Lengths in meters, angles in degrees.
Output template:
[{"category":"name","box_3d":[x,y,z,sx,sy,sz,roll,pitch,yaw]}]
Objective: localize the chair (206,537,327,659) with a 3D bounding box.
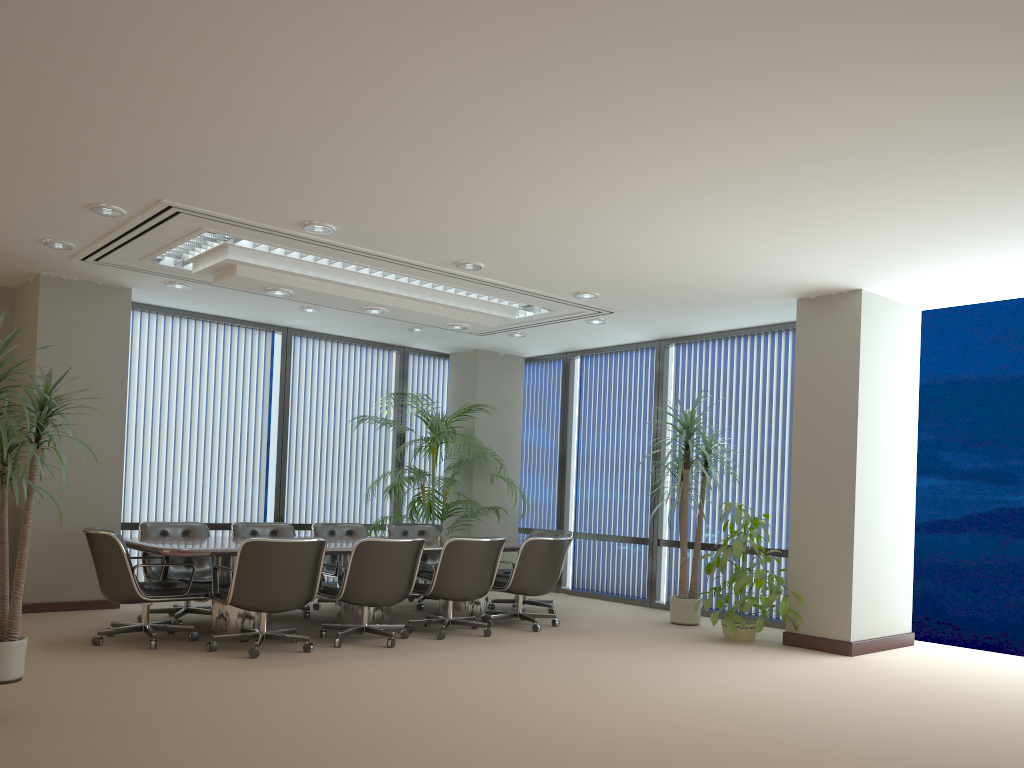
[{"category":"chair","box_3d":[-1.832,1.545,6.542,0.756,0.856,0.858,5,-5,-37]}]

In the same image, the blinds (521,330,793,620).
[{"category":"blinds","box_3d":[1.482,1.041,10.322,0.051,2.896,4.938,3,-5,-41]}]

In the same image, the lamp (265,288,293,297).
[{"category":"lamp","box_3d":[-1.958,-0.766,7.406,0.225,0.035,0.226,5,-7,-23]}]

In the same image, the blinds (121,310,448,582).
[{"category":"blinds","box_3d":[-2.257,0.931,10.610,4.917,2.898,0.031,7,-4,-41]}]

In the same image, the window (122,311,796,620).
[{"category":"window","box_3d":[-0.357,0.998,10.493,7.369,2.903,3.554,2,-5,5]}]

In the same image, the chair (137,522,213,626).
[{"category":"chair","box_3d":[-2.849,1.656,7.763,0.853,0.856,0.762,-2,-5,44]}]

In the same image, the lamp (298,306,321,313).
[{"category":"lamp","box_3d":[-2.074,-0.757,9.031,0.225,0.035,0.226,4,-7,-16]}]

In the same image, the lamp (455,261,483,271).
[{"category":"lamp","box_3d":[-0.341,-0.936,7.030,0.225,0.035,0.226,4,-7,-16]}]

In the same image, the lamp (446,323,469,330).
[{"category":"lamp","box_3d":[-0.532,-0.558,8.644,0.225,0.035,0.226,4,-7,-16]}]

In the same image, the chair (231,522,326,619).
[{"category":"chair","box_3d":[-2.234,1.753,8.350,0.762,0.856,0.853,5,-5,-41]}]

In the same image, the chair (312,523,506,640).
[{"category":"chair","box_3d":[-1.045,1.790,8.273,0.762,0.854,2.532,5,-7,-41]}]

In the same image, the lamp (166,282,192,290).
[{"category":"lamp","box_3d":[-3.083,-0.905,8.156,0.225,0.035,0.226,5,-7,-23]}]

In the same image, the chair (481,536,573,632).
[{"category":"chair","box_3d":[0.099,1.826,8.211,0.853,0.856,0.738,-2,-5,44]}]

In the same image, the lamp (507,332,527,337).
[{"category":"lamp","box_3d":[0.058,-0.556,9.993,0.226,0.035,0.226,6,-8,-30]}]

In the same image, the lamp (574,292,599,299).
[{"category":"lamp","box_3d":[0.668,-0.789,7.906,0.225,0.035,0.226,4,-7,-16]}]

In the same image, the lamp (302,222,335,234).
[{"category":"lamp","box_3d":[-1.350,-1.084,6.155,0.225,0.035,0.226,-3,-9,38]}]

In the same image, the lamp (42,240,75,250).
[{"category":"lamp","box_3d":[-3.535,-1.080,6.876,0.225,0.035,0.226,5,-7,-23]}]

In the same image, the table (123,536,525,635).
[{"category":"table","box_3d":[-1.339,1.799,8.004,4.088,0.746,1.509,8,-8,-41]}]

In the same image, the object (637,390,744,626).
[{"category":"object","box_3d":[1.765,1.238,8.760,1.016,2.306,1.036,1,-2,24]}]

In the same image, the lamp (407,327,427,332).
[{"category":"lamp","box_3d":[-1.065,-0.610,9.906,0.225,0.035,0.226,4,-7,-16]}]

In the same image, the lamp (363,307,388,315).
[{"category":"lamp","box_3d":[-1.245,-0.662,8.025,0.225,0.035,0.226,4,-7,-16]}]

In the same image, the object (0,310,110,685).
[{"category":"object","box_3d":[-2.558,0.574,4.407,0.805,1.827,0.821,1,-2,24]}]

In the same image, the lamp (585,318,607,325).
[{"category":"lamp","box_3d":[0.864,-0.639,9.064,0.225,0.035,0.226,-3,-9,38]}]

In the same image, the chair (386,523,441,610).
[{"category":"chair","box_3d":[-0.926,1.937,9.429,0.761,0.856,0.854,5,-5,-36]}]

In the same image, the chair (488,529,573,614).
[{"category":"chair","box_3d":[0.192,1.963,9.289,0.856,0.856,0.759,6,-5,-41]}]

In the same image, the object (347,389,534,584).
[{"category":"object","box_3d":[-0.925,1.263,10.581,2.170,2.470,2.095,4,-4,-20]}]

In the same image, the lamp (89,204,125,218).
[{"category":"lamp","box_3d":[-2.730,-1.163,5.947,0.226,0.035,0.225,7,-9,-37]}]

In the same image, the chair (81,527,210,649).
[{"category":"chair","box_3d":[-2.806,1.526,6.689,0.856,0.856,0.759,6,-5,-41]}]

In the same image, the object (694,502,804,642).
[{"category":"object","box_3d":[2.109,1.715,7.871,0.978,1.308,0.861,1,-3,20]}]

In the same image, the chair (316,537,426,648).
[{"category":"chair","box_3d":[-1.138,1.639,7.085,0.762,0.856,0.853,5,-5,-41]}]
